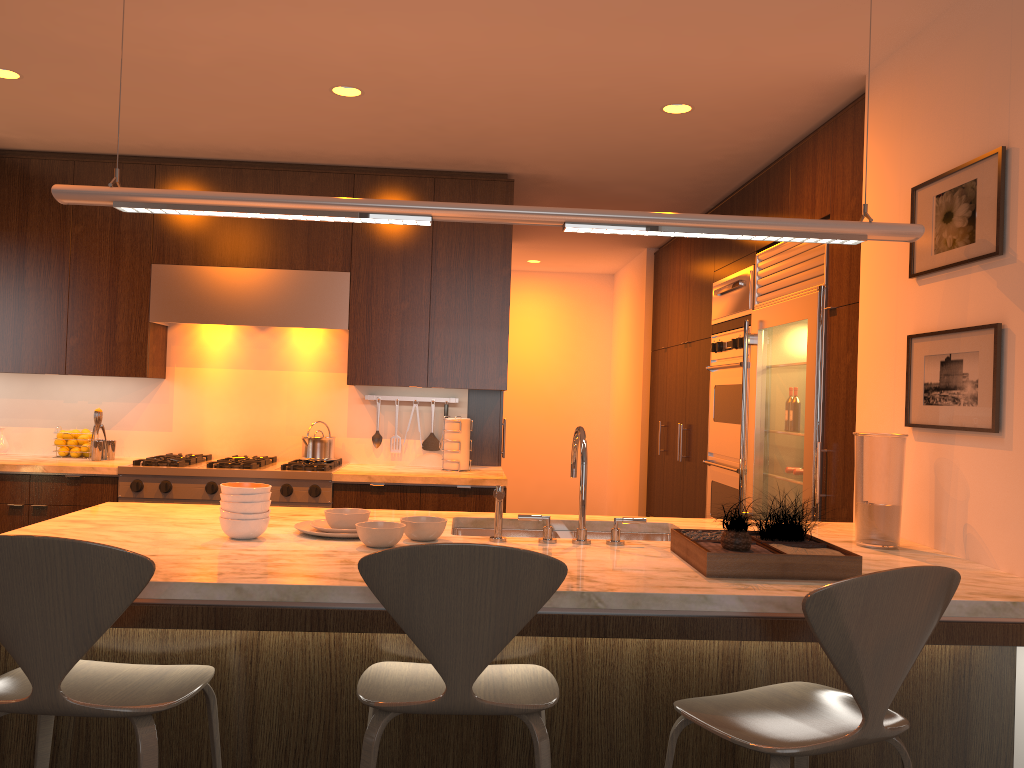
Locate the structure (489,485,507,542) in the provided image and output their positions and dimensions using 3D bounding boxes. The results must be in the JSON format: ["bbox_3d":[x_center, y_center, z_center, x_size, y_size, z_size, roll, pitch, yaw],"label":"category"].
[{"bbox_3d":[-0.038,0.378,2.589,0.050,0.161,0.067,2,-1,-3],"label":"structure"}]

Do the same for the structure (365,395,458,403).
[{"bbox_3d":[-0.584,0.087,5.173,0.541,0.031,0.048,2,-1,0],"label":"structure"}]

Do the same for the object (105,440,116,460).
[{"bbox_3d":[-2.206,0.364,4.867,0.060,0.106,0.060,2,-1,29],"label":"object"}]

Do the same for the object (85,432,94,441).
[{"bbox_3d":[-2.374,0.298,4.986,0.063,0.053,0.051,1,-1,43],"label":"object"}]

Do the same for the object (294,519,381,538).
[{"bbox_3d":[-0.493,0.434,2.649,0.310,0.021,0.309,2,-1,-3],"label":"object"}]

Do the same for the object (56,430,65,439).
[{"bbox_3d":[-2.499,0.285,4.928,0.057,0.060,0.052,2,-1,18],"label":"object"}]

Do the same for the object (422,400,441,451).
[{"bbox_3d":[-0.466,0.242,5.186,0.112,0.303,0.036,2,-1,-3],"label":"object"}]

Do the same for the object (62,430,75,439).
[{"bbox_3d":[-2.452,0.282,4.904,0.063,0.051,0.053,2,-1,-13],"label":"object"}]

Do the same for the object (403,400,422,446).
[{"bbox_3d":[-0.574,0.230,5.164,0.114,0.271,0.008,2,-1,-3],"label":"object"}]

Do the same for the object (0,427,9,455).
[{"bbox_3d":[-2.866,0.319,4.977,0.079,0.154,0.079,2,-1,-20],"label":"object"}]

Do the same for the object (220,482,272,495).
[{"bbox_3d":[-0.750,0.314,2.497,0.140,0.062,0.139,2,-1,6],"label":"object"}]

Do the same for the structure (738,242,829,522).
[{"bbox_3d":[1.537,0.387,4.189,0.687,2.129,0.915,2,-1,-3],"label":"structure"}]

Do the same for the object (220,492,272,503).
[{"bbox_3d":[-0.750,0.335,2.496,0.140,0.064,0.139,2,-1,-29],"label":"object"}]

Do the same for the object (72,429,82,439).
[{"bbox_3d":[-2.440,0.280,4.963,0.063,0.053,0.051,1,-1,31],"label":"object"}]

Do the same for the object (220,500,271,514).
[{"bbox_3d":[-0.750,0.357,2.495,0.140,0.062,0.139,2,-1,-3],"label":"object"}]

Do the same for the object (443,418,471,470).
[{"bbox_3d":[-0.308,0.335,4.958,0.144,0.286,0.149,2,-1,-21],"label":"object"}]

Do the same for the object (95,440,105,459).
[{"bbox_3d":[-2.273,0.362,4.901,0.060,0.106,0.060,2,-1,29],"label":"object"}]

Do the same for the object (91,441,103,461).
[{"bbox_3d":[-2.241,0.362,4.786,0.060,0.106,0.060,2,-1,29],"label":"object"}]

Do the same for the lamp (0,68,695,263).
[{"bbox_3d":[-7.493,-1.530,4.878,16.431,0.171,5.868,2,-1,-3],"label":"lamp"}]

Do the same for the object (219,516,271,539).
[{"bbox_3d":[-0.753,0.403,2.495,0.140,0.059,0.139,2,-1,-12],"label":"object"}]

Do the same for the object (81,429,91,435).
[{"bbox_3d":[-2.419,0.284,5.036,0.059,0.060,0.050,2,-1,30],"label":"object"}]

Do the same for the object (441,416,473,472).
[{"bbox_3d":[-0.315,0.332,4.965,0.160,0.304,0.168,1,-1,41],"label":"object"}]

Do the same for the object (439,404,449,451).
[{"bbox_3d":[-0.388,0.259,5.173,0.063,0.281,0.063,2,-1,-26],"label":"object"}]

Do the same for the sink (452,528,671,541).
[{"bbox_3d":[0.184,0.597,2.889,0.813,0.176,0.457,2,-1,-3],"label":"sink"}]

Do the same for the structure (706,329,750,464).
[{"bbox_3d":[1.518,0.360,5.051,0.687,1.294,0.743,2,-1,-3],"label":"structure"}]

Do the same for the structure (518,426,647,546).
[{"bbox_3d":[0.231,0.299,2.638,0.310,0.341,0.321,1,-1,35],"label":"structure"}]

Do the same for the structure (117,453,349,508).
[{"bbox_3d":[-1.468,0.429,4.869,1.067,0.422,0.824,2,-1,-3],"label":"structure"}]

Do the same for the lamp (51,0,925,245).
[{"bbox_3d":[-0.027,-0.836,2.564,2.465,0.765,0.120,2,-1,-3],"label":"lamp"}]

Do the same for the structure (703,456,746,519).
[{"bbox_3d":[1.195,0.704,5.029,0.064,0.544,0.710,2,-1,-3],"label":"structure"}]

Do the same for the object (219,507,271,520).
[{"bbox_3d":[-0.751,0.379,2.496,0.140,0.068,0.139,2,-1,-20],"label":"object"}]

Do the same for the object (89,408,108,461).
[{"bbox_3d":[-2.251,0.270,4.794,0.088,0.288,0.101,2,-1,27],"label":"object"}]
